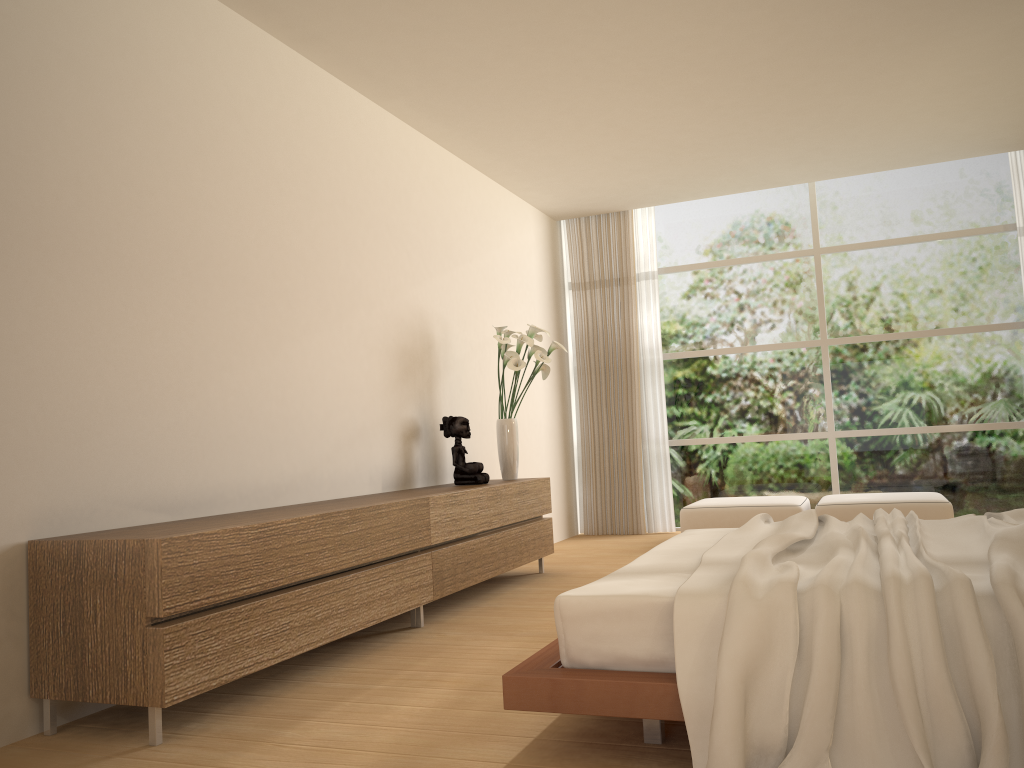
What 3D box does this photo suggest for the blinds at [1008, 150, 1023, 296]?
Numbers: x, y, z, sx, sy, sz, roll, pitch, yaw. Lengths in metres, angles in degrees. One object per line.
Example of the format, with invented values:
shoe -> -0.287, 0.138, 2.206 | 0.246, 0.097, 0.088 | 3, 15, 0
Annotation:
blinds -> 4.576, -0.534, 7.103 | 0.814, 3.351, 0.202 | -5, -4, 21

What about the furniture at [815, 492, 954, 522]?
furniture -> 2.918, 1.056, 6.984 | 0.965, 0.346, 0.964 | -5, -4, 22

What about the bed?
bed -> 1.522, 0.739, 2.970 | 2.535, 0.570, 2.599 | -5, -4, 22

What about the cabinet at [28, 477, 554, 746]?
cabinet -> -0.680, 0.928, 4.634 | 0.588, 0.662, 3.713 | -5, -4, 22

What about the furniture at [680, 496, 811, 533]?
furniture -> 1.959, 1.134, 7.368 | 0.965, 0.346, 0.964 | -5, -4, 22

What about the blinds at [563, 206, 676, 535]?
blinds -> 1.000, -0.236, 8.589 | 0.950, 3.352, 0.211 | -5, -4, 20

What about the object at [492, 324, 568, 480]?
object -> 0.092, 0.112, 6.139 | 0.515, 1.085, 0.608 | -2, -4, -20

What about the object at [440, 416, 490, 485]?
object -> -0.301, 0.426, 5.750 | 0.282, 0.453, 0.181 | -5, -4, 22

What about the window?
window -> 2.858, -0.378, 8.123 | 4.781, 3.371, 0.071 | -5, -4, 22
